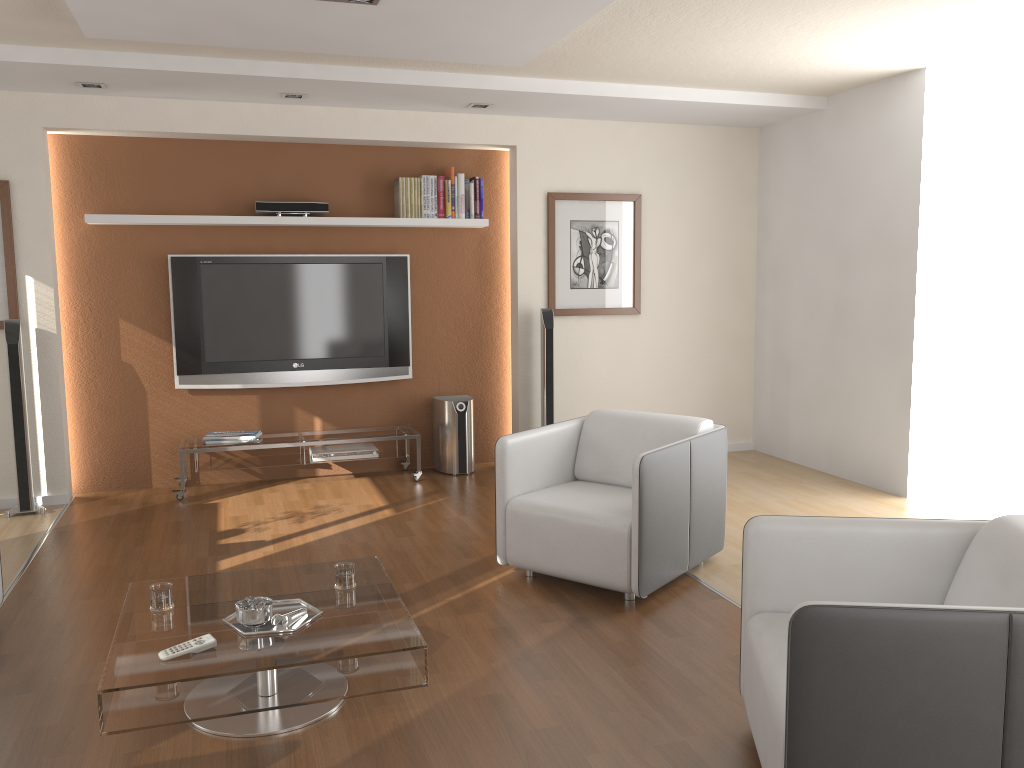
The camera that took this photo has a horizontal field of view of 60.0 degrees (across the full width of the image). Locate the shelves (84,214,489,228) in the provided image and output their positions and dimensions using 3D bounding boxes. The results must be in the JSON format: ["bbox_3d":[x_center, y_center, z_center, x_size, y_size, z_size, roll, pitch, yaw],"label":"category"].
[{"bbox_3d":[-1.438,-1.098,5.991,2.612,0.050,0.200,-3,7,-18],"label":"shelves"}]

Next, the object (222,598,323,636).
[{"bbox_3d":[-0.771,0.751,2.864,0.315,0.011,0.273,-2,7,-11],"label":"object"}]

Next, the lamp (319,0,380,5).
[{"bbox_3d":[-0.673,-1.591,3.544,0.291,0.087,0.146,-3,7,-18],"label":"lamp"}]

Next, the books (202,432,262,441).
[{"bbox_3d":[-1.845,0.346,5.862,0.326,0.017,0.228,-1,7,-1],"label":"books"}]

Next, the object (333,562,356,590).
[{"bbox_3d":[-0.593,0.681,3.152,0.079,0.077,0.079,-4,8,-29],"label":"object"}]

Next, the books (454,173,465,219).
[{"bbox_3d":[-0.380,-1.328,6.310,0.050,0.313,0.179,-3,7,-18],"label":"books"}]

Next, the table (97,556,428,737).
[{"bbox_3d":[-0.817,0.898,2.948,0.900,0.300,0.900,-3,7,-18],"label":"table"}]

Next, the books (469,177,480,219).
[{"bbox_3d":[-0.273,-1.324,6.350,0.041,0.293,0.169,-3,7,-18],"label":"books"}]

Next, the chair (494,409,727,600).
[{"bbox_3d":[0.497,0.528,4.223,0.767,0.706,0.919,5,9,37],"label":"chair"}]

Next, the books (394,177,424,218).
[{"bbox_3d":[-0.724,-1.294,6.207,0.167,0.275,0.195,-3,7,-18],"label":"books"}]

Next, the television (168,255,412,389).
[{"bbox_3d":[-1.489,-0.434,6.102,1.594,0.900,0.097,-3,7,-18],"label":"television"}]

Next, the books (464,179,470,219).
[{"bbox_3d":[-0.340,-1.314,6.336,0.041,0.278,0.157,-3,7,-18],"label":"books"}]

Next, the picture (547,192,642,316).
[{"bbox_3d":[0.609,-0.947,6.502,0.734,0.884,0.025,-3,7,-18],"label":"picture"}]

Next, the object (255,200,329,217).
[{"bbox_3d":[-1.480,-1.174,5.965,0.470,0.109,0.182,-3,7,-18],"label":"object"}]

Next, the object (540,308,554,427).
[{"bbox_3d":[0.251,0.046,6.343,0.228,1.165,0.215,-2,7,-13],"label":"object"}]

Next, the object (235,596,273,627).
[{"bbox_3d":[-0.819,0.720,2.819,0.118,0.079,0.117,-2,7,-11],"label":"object"}]

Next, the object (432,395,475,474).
[{"bbox_3d":[-0.403,0.361,6.395,0.286,0.518,0.323,-3,7,-18],"label":"object"}]

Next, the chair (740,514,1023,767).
[{"bbox_3d":[1.118,0.728,2.316,0.919,0.661,0.767,0,7,7],"label":"chair"}]

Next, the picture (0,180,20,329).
[{"bbox_3d":[-3.345,-0.757,5.227,0.734,0.884,0.025,-3,7,-18],"label":"picture"}]

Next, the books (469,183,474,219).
[{"bbox_3d":[-0.305,-1.301,6.342,0.028,0.248,0.169,-3,7,-18],"label":"books"}]

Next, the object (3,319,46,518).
[{"bbox_3d":[-2.948,0.200,5.312,0.228,1.165,0.215,-3,7,-23],"label":"object"}]

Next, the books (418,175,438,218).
[{"bbox_3d":[-0.595,-1.310,6.250,0.104,0.295,0.146,-3,7,-18],"label":"books"}]

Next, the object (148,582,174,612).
[{"bbox_3d":[-1.169,0.710,2.959,0.079,0.077,0.079,-4,8,-29],"label":"object"}]

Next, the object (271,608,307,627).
[{"bbox_3d":[-0.707,0.739,2.839,0.051,0.035,0.147,2,7,23],"label":"object"}]

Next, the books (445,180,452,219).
[{"bbox_3d":[-0.469,-1.300,6.279,0.041,0.266,0.186,-3,7,-18],"label":"books"}]

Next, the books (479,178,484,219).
[{"bbox_3d":[-0.239,-1.322,6.362,0.029,0.286,0.169,-3,7,-18],"label":"books"}]

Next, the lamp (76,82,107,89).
[{"bbox_3d":[-2.424,-1.762,5.107,0.146,0.087,0.146,-3,7,-18],"label":"lamp"}]

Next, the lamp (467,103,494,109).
[{"bbox_3d":[-0.209,-1.868,5.821,0.146,0.087,0.146,-3,7,-18],"label":"lamp"}]

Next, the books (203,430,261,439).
[{"bbox_3d":[-1.845,0.334,5.861,0.326,0.017,0.228,-1,7,-6],"label":"books"}]

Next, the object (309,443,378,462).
[{"bbox_3d":[-1.156,0.467,6.087,0.435,0.052,0.274,-3,7,-18],"label":"object"}]

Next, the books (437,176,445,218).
[{"bbox_3d":[-0.517,-1.313,6.271,0.053,0.293,0.169,-3,7,-18],"label":"books"}]

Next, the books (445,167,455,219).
[{"bbox_3d":[-0.440,-1.348,6.293,0.028,0.358,0.169,-3,7,-18],"label":"books"}]

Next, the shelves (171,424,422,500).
[{"bbox_3d":[-1.448,0.516,6.023,1.617,0.340,0.444,-3,7,-18],"label":"shelves"}]

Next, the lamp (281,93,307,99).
[{"bbox_3d":[-1.345,-1.813,5.455,0.146,0.087,0.146,-3,7,-18],"label":"lamp"}]

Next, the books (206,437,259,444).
[{"bbox_3d":[-1.845,0.359,5.864,0.326,0.017,0.228,-2,7,-15],"label":"books"}]

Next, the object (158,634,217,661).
[{"bbox_3d":[-0.955,0.774,2.606,0.158,0.029,0.064,-6,8,-36],"label":"object"}]

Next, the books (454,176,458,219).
[{"bbox_3d":[-0.416,-1.318,6.305,0.022,0.293,0.167,-3,7,-18],"label":"books"}]

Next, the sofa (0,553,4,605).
[{"bbox_3d":[-2.186,0.745,2.430,0.919,0.661,2.238,-3,7,-18],"label":"sofa"}]
